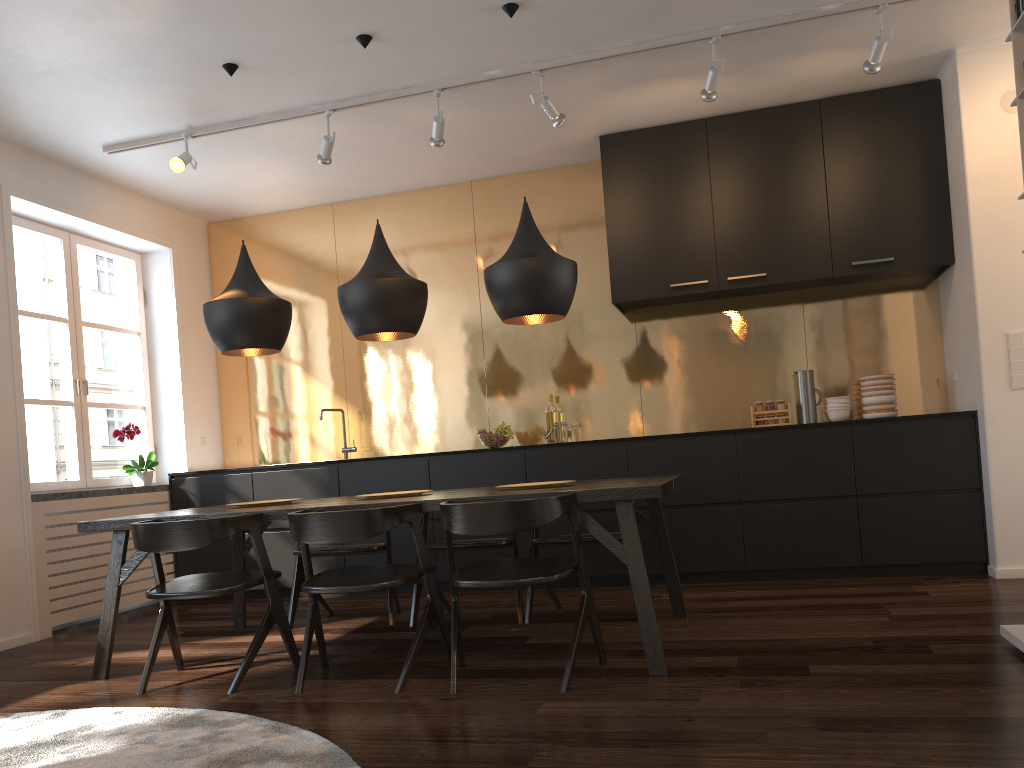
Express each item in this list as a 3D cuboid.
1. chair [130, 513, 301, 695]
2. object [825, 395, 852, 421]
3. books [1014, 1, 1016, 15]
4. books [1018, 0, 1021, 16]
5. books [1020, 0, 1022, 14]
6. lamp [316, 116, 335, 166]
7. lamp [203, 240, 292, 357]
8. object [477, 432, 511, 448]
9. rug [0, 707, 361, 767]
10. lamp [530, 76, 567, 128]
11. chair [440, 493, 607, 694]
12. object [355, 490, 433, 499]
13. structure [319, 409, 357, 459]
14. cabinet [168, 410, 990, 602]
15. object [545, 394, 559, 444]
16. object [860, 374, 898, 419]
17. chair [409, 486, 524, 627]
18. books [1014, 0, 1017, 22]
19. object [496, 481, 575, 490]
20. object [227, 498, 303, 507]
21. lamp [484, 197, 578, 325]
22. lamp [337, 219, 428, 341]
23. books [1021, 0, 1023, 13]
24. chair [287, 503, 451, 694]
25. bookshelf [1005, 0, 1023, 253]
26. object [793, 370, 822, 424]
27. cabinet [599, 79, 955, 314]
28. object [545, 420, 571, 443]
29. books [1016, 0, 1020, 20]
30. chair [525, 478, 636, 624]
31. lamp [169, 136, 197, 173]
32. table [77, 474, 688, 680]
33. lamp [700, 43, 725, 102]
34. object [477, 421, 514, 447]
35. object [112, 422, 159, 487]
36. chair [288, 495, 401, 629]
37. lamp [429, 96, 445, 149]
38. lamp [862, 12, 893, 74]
[{"bbox_3d":[-1.239,0.876,3.608,0.594,0.670,0.520,-5,-2,13],"label":"chair"},{"bbox_3d":[2.012,0.155,5.440,0.158,0.160,0.154,-7,-4,43],"label":"object"},{"bbox_3d":[1.743,-1.270,2.995,0.069,0.107,0.016,-5,-1,15],"label":"books"},{"bbox_3d":[1.728,-1.265,2.945,0.070,0.092,0.014,-5,-1,15],"label":"books"},{"bbox_3d":[1.725,-1.267,2.931,0.070,0.092,0.014,-5,-1,15],"label":"books"},{"bbox_3d":[-0.999,-1.337,4.841,0.085,0.238,0.252,-4,-3,-34],"label":"lamp"},{"bbox_3d":[-1.268,-0.419,4.232,0.410,0.540,0.412,-2,-3,-42],"label":"lamp"},{"bbox_3d":[-0.111,0.368,5.723,0.218,0.097,0.220,-2,-5,-28],"label":"object"},{"bbox_3d":[-1.721,1.092,1.857,2.835,0.012,2.848,-4,-5,-5],"label":"rug"},{"bbox_3d":[0.827,-0.648,5.045,1.831,1.844,0.089,-2,-2,-41],"label":"lamp"},{"bbox_3d":[0.009,0.755,3.277,0.594,0.670,0.520,-5,-2,13],"label":"chair"},{"bbox_3d":[-0.539,0.508,4.053,0.355,0.016,0.357,-4,-5,-4],"label":"object"},{"bbox_3d":[-1.227,0.363,6.260,0.110,0.385,0.265,-5,-2,31],"label":"structure"},{"bbox_3d":[0.201,0.848,5.764,5.071,0.899,0.733,-6,-3,15],"label":"cabinet"},{"bbox_3d":[0.271,0.240,5.978,0.092,0.339,0.092,-4,-1,-18],"label":"object"},{"bbox_3d":[2.223,0.081,5.360,0.198,0.264,0.198,-4,-2,-11],"label":"object"},{"bbox_3d":[-0.212,0.886,4.617,0.594,0.670,0.520,-5,-2,13],"label":"chair"},{"bbox_3d":[1.737,-1.263,2.981,0.070,0.092,0.014,-5,-1,15],"label":"books"},{"bbox_3d":[0.104,0.445,3.879,0.356,0.016,0.356,-6,-5,18],"label":"object"},{"bbox_3d":[-1.182,0.570,4.226,0.356,0.016,0.356,-6,-5,18],"label":"object"},{"bbox_3d":[0.077,-0.550,3.869,0.410,0.540,0.412,-3,-2,-28],"label":"lamp"},{"bbox_3d":[-0.596,-0.485,4.051,0.410,0.540,0.412,-4,-2,-9],"label":"lamp"},{"bbox_3d":[1.719,-1.279,2.912,0.074,0.115,0.029,-5,-1,15],"label":"books"},{"bbox_3d":[-0.580,0.813,3.436,0.594,0.670,0.520,-5,-2,16],"label":"chair"},{"bbox_3d":[1.809,-0.499,2.756,0.227,2.071,0.639,-4,-1,15],"label":"bookshelf"},{"bbox_3d":[1.859,0.086,5.539,0.164,0.339,0.114,-5,-1,18],"label":"object"},{"bbox_3d":[1.582,-1.101,5.472,1.958,1.049,0.532,-5,-2,15],"label":"cabinet"},{"bbox_3d":[0.302,0.317,5.804,0.176,0.151,0.088,-4,-2,-8],"label":"object"},{"bbox_3d":[1.730,-1.272,2.964,0.069,0.107,0.023,-5,-1,15],"label":"books"},{"bbox_3d":[0.374,0.829,4.459,0.594,0.670,0.520,-5,-2,14],"label":"chair"},{"bbox_3d":[-1.830,-1.268,4.918,0.085,0.239,0.251,-4,-3,2],"label":"lamp"},{"bbox_3d":[-0.507,0.851,4.009,2.504,0.678,1.108,-5,-4,15],"label":"table"},{"bbox_3d":[0.995,-1.529,4.313,0.085,0.239,0.251,-4,-3,-14],"label":"lamp"},{"bbox_3d":[-0.107,0.328,5.707,0.239,0.172,0.178,-4,-3,0],"label":"object"},{"bbox_3d":[-2.502,0.467,5.915,0.229,0.436,0.407,-4,-3,-9],"label":"object"},{"bbox_3d":[-0.889,0.954,4.830,0.594,0.670,0.520,-5,-2,11],"label":"chair"},{"bbox_3d":[-0.380,-1.395,4.682,0.085,0.239,0.252,-4,-3,-19],"label":"lamp"},{"bbox_3d":[1.720,-1.599,4.119,0.085,0.239,0.251,-4,-3,-9],"label":"lamp"}]
